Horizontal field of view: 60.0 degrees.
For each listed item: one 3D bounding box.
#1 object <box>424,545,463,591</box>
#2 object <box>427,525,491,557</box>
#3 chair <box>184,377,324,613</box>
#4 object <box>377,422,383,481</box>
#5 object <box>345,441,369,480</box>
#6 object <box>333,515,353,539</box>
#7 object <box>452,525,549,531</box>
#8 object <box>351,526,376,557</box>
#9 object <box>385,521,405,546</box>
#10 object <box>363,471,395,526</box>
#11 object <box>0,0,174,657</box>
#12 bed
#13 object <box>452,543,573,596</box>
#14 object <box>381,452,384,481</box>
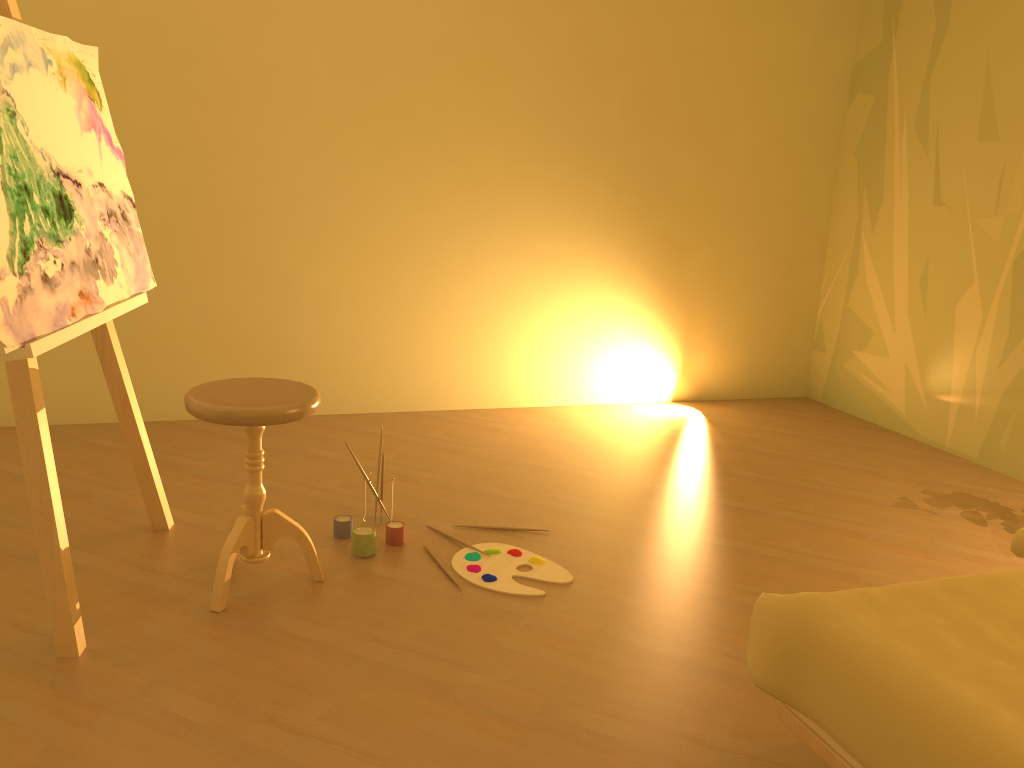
[{"bbox_3d":[-0.208,0.542,2.639,0.010,0.010,0.325,-3,15,-25],"label":"object"},{"bbox_3d":[-0.175,0.497,2.825,0.010,0.015,0.325,-9,18,-41],"label":"object"},{"bbox_3d":[-0.694,0.287,2.416,0.364,0.551,0.348,1,14,-9],"label":"chair"},{"bbox_3d":[-0.445,0.288,2.966,0.010,0.319,0.069,5,14,5],"label":"object"},{"bbox_3d":[-0.472,0.318,2.903,0.159,0.286,0.010,-3,15,-25],"label":"object"},{"bbox_3d":[-0.536,0.454,2.814,0.060,0.060,0.060,-6,17,-35],"label":"object"},{"bbox_3d":[-0.038,0.479,2.947,0.325,0.010,0.010,3,13,-1],"label":"object"},{"bbox_3d":[-0.451,0.479,2.698,0.073,0.073,0.073,0,14,-16],"label":"object"},{"bbox_3d":[-0.367,0.470,2.790,0.060,0.060,0.060,-7,17,-38],"label":"object"},{"bbox_3d":[-0.442,0.379,2.940,0.106,0.157,0.106,15,18,39],"label":"object"},{"bbox_3d":[-1.312,-0.311,2.116,1.132,1.896,0.972,-7,17,-37],"label":"object"},{"bbox_3d":[1.720,0.465,1.567,2.378,0.894,1.286,-2,14,-21],"label":"bed"},{"bbox_3d":[-0.017,0.549,2.653,0.366,0.014,0.288,15,18,39],"label":"object"},{"bbox_3d":[-0.423,0.327,2.893,0.010,0.278,0.172,1,14,-9],"label":"object"}]
